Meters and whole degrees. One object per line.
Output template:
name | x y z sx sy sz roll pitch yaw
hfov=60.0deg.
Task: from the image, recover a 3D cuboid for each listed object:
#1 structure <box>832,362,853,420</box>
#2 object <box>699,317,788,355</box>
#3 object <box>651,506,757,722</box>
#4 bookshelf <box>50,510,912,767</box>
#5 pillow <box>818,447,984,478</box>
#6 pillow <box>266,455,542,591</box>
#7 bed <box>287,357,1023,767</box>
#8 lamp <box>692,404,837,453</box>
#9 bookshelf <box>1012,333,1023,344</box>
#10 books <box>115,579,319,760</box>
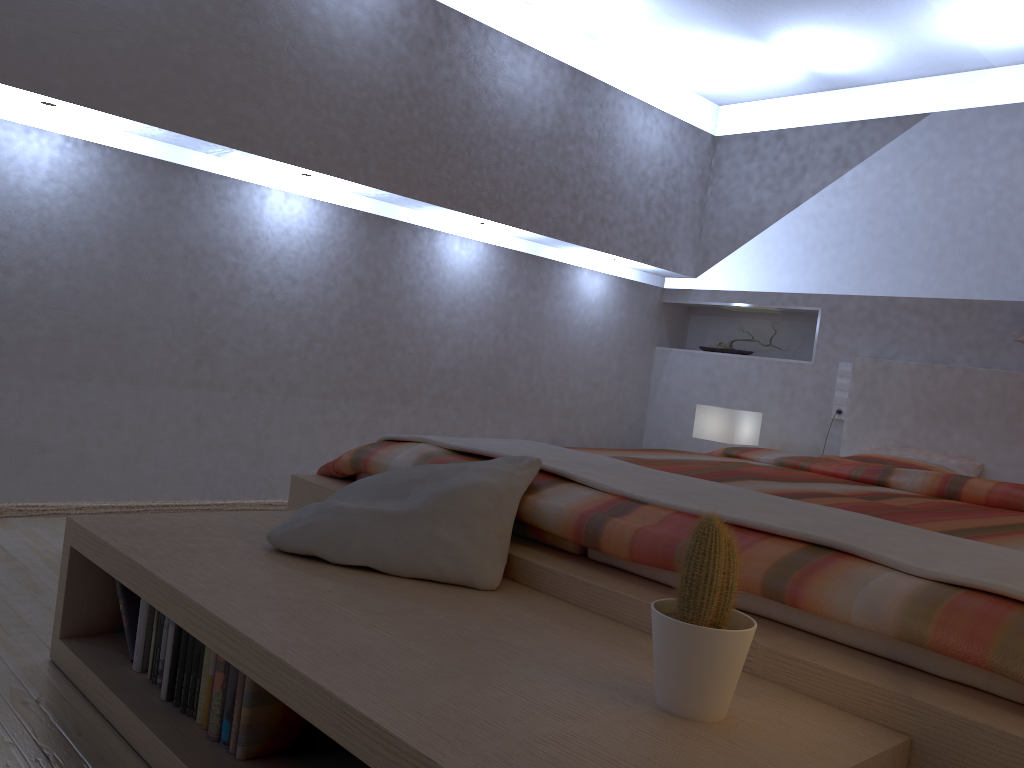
structure | 1.674 0.037 4.478 0.034 0.286 0.077 6 2 -44
object | 1.342 -0.279 5.080 0.589 0.242 0.183 9 2 45
object | 0.265 0.309 1.221 0.144 0.294 0.144 7 1 -19
bookshelf | -0.211 0.531 1.542 0.643 0.303 1.495 6 2 -44
pillow | 1.729 0.376 3.957 0.492 0.180 0.572 6 2 -43
pillow | -0.215 0.255 1.939 0.498 0.241 0.470 8 1 11
bed | 1.147 0.335 2.795 3.009 0.994 2.087 6 2 -44
lamp | 1.242 0.344 4.531 0.684 0.515 0.318 7 1 -15
bookshelf | 2.501 -0.142 3.483 0.223 0.028 0.916 6 2 -44
books | -0.600 0.477 1.693 0.157 0.193 0.652 6 2 -44
